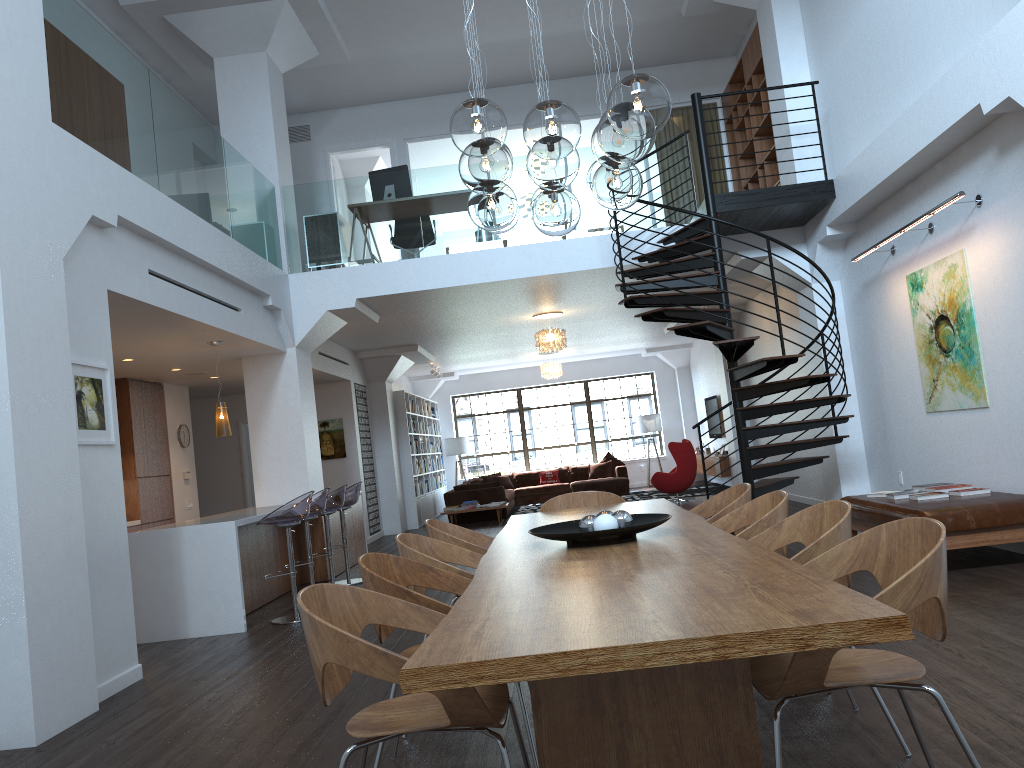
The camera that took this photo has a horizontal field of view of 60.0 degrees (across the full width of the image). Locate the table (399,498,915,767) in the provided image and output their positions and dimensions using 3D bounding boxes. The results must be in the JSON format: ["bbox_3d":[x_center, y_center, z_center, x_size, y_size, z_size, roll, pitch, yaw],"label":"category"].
[{"bbox_3d":[0.412,1.009,3.609,1.012,0.750,3.803,-7,-4,2],"label":"table"}]

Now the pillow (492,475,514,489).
[{"bbox_3d":[-0.212,2.100,18.883,0.489,0.337,0.238,-4,-5,-28],"label":"pillow"}]

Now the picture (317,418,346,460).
[{"bbox_3d":[-2.780,0.847,13.517,0.450,0.600,0.030,-7,-4,2],"label":"picture"}]

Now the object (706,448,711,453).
[{"bbox_3d":[4.002,1.357,18.078,0.089,0.110,0.089,-3,-6,-43],"label":"object"}]

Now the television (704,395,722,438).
[{"bbox_3d":[3.935,0.656,17.363,0.013,0.816,1.324,-7,-4,2],"label":"television"}]

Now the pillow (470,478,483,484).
[{"bbox_3d":[-0.593,2.030,17.378,0.325,0.391,0.625,-8,-4,18],"label":"pillow"}]

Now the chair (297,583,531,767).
[{"bbox_3d":[-0.264,0.963,2.503,0.618,0.833,0.629,-7,-4,2],"label":"chair"}]

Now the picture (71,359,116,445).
[{"bbox_3d":[-2.553,0.118,5.381,0.018,0.500,0.500,-7,-4,2],"label":"picture"}]

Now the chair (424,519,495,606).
[{"bbox_3d":[-0.140,1.121,4.806,0.618,0.833,0.629,-7,-4,0],"label":"chair"}]

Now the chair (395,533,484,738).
[{"bbox_3d":[-0.193,1.069,4.029,0.618,0.833,0.629,-7,-4,2],"label":"chair"}]

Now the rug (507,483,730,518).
[{"bbox_3d":[1.999,2.180,16.793,4.200,0.007,3.100,-7,-4,4],"label":"rug"}]

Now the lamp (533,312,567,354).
[{"bbox_3d":[0.536,-0.711,12.515,0.442,0.539,0.441,-2,-6,-45],"label":"lamp"}]

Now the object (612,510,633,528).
[{"bbox_3d":[0.446,0.566,3.626,0.100,0.100,0.100,-3,-6,-43],"label":"object"}]

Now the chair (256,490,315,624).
[{"bbox_3d":[-1.806,1.402,7.227,0.481,1.014,0.530,-7,-4,4],"label":"chair"}]

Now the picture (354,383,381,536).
[{"bbox_3d":[-2.292,1.183,14.123,0.021,2.380,0.800,-7,-4,2],"label":"picture"}]

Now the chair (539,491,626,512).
[{"bbox_3d":[0.494,1.100,5.531,0.629,0.833,0.618,-6,-4,-3],"label":"chair"}]

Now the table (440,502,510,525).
[{"bbox_3d":[-0.593,2.208,14.878,1.100,0.271,0.853,-7,-4,2],"label":"table"}]

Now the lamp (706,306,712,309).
[{"bbox_3d":[2.745,-1.152,12.396,0.120,0.211,0.111,-3,-5,-39],"label":"lamp"}]

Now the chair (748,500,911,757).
[{"bbox_3d":[0.978,0.872,3.228,0.618,0.833,0.629,-7,-4,2],"label":"chair"}]

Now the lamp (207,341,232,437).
[{"bbox_3d":[-1.927,-0.432,9.427,0.149,1.807,2.842,-10,-6,41],"label":"lamp"}]

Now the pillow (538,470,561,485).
[{"bbox_3d":[0.799,2.005,18.984,0.465,0.308,0.220,-7,-4,-2],"label":"pillow"}]

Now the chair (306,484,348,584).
[{"bbox_3d":[-1.758,1.491,8.493,0.481,1.014,0.530,-7,-4,0],"label":"chair"}]

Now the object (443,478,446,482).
[{"bbox_3d":[-1.641,2.148,19.607,0.331,0.088,0.410,-7,-4,2],"label":"object"}]

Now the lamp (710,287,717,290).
[{"bbox_3d":[2.720,-1.187,11.880,0.120,0.211,0.111,-5,-5,-24],"label":"lamp"}]

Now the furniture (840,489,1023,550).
[{"bbox_3d":[3.178,1.060,6.640,0.907,0.453,1.819,-7,-4,2],"label":"furniture"}]

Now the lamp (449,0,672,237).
[{"bbox_3d":[0.091,-1.792,4.136,0.849,2.140,1.787,-7,-4,1],"label":"lamp"}]

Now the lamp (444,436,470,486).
[{"bbox_3d":[-1.165,1.990,19.909,0.545,1.579,0.545,-6,-4,-9],"label":"lamp"}]

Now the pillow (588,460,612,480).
[{"bbox_3d":[1.863,1.833,18.827,0.542,0.362,0.248,-8,-5,23],"label":"pillow"}]

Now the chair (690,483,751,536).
[{"bbox_3d":[1.035,0.978,4.755,0.617,0.830,0.629,-7,-4,2],"label":"chair"}]

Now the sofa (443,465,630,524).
[{"bbox_3d":[0.639,2.051,17.377,3.481,0.664,4.197,-7,-4,2],"label":"sofa"}]

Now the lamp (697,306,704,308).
[{"bbox_3d":[2.769,-1.117,12.901,0.111,0.211,0.120,-10,-5,36],"label":"lamp"}]

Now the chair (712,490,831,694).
[{"bbox_3d":[0.994,0.927,3.990,0.618,0.833,0.629,-7,-4,4],"label":"chair"}]

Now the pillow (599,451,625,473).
[{"bbox_3d":[2.066,1.738,18.989,0.651,0.587,0.335,-5,-4,-19],"label":"pillow"}]

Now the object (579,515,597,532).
[{"bbox_3d":[0.324,0.587,3.640,0.100,0.100,0.100,-3,-6,-43],"label":"object"}]

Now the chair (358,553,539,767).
[{"bbox_3d":[-0.229,1.016,3.268,0.618,0.833,0.629,-7,-4,2],"label":"chair"}]

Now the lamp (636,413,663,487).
[{"bbox_3d":[3.109,1.468,19.642,0.545,1.579,0.545,-8,-4,13],"label":"lamp"}]

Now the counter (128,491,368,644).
[{"bbox_3d":[-1.621,1.484,7.537,3.039,0.860,8.182,-5,-5,-27],"label":"counter"}]

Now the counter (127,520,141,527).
[{"bbox_3d":[-4.627,1.457,7.924,0.600,0.050,4.387,-7,-4,2],"label":"counter"}]

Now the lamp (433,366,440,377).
[{"bbox_3d":[-1.523,-0.254,17.733,0.120,0.211,0.111,-3,-5,-39],"label":"lamp"}]

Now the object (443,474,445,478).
[{"bbox_3d":[-1.659,2.062,19.614,0.316,0.088,0.410,-7,-4,2],"label":"object"}]

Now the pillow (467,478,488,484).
[{"bbox_3d":[-0.555,1.897,15.952,0.269,0.411,0.559,-3,-6,-42],"label":"pillow"}]

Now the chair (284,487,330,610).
[{"bbox_3d":[-1.804,1.449,7.859,0.481,1.014,0.530,-7,-4,0],"label":"chair"}]

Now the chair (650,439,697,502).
[{"bbox_3d":[2.698,1.445,14.784,0.801,1.006,0.798,-9,-5,27],"label":"chair"}]

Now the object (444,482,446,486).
[{"bbox_3d":[-1.631,2.235,19.601,0.331,0.088,0.410,-7,-4,2],"label":"object"}]

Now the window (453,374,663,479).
[{"bbox_3d":[1.040,0.981,20.488,4.648,1.905,0.114,-7,-4,2],"label":"window"}]

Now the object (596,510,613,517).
[{"bbox_3d":[0.394,0.578,3.712,0.100,0.100,0.100,-3,-6,-43],"label":"object"}]

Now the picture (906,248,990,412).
[{"bbox_3d":[3.487,-0.387,7.154,0.010,1.200,1.095,-7,-4,2],"label":"picture"}]

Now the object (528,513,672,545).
[{"bbox_3d":[0.363,0.605,3.644,0.592,0.066,0.592,-3,-6,-40],"label":"object"}]

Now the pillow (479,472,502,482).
[{"bbox_3d":[-0.399,2.111,18.988,0.580,0.418,0.334,-5,-5,-25],"label":"pillow"}]

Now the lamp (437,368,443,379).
[{"bbox_3d":[-1.498,-0.218,18.250,0.120,0.211,0.111,-5,-5,-24],"label":"lamp"}]

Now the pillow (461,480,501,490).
[{"bbox_3d":[-0.525,1.916,15.683,0.750,0.364,0.289,-7,-4,1],"label":"pillow"}]

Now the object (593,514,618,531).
[{"bbox_3d":[0.376,0.571,3.553,0.100,0.100,0.100,-3,-6,-43],"label":"object"}]

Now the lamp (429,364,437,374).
[{"bbox_3d":[-1.546,-0.288,17.229,0.111,0.211,0.120,-10,-5,36],"label":"lamp"}]

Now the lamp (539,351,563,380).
[{"bbox_3d":[0.770,-0.363,17.559,0.442,0.539,0.441,-2,-6,-45],"label":"lamp"}]

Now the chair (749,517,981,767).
[{"bbox_3d":[0.928,0.820,2.451,0.618,0.833,0.629,-7,-4,2],"label":"chair"}]

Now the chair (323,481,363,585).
[{"bbox_3d":[-1.729,1.534,9.121,0.481,1.014,0.530,-7,-4,4],"label":"chair"}]
